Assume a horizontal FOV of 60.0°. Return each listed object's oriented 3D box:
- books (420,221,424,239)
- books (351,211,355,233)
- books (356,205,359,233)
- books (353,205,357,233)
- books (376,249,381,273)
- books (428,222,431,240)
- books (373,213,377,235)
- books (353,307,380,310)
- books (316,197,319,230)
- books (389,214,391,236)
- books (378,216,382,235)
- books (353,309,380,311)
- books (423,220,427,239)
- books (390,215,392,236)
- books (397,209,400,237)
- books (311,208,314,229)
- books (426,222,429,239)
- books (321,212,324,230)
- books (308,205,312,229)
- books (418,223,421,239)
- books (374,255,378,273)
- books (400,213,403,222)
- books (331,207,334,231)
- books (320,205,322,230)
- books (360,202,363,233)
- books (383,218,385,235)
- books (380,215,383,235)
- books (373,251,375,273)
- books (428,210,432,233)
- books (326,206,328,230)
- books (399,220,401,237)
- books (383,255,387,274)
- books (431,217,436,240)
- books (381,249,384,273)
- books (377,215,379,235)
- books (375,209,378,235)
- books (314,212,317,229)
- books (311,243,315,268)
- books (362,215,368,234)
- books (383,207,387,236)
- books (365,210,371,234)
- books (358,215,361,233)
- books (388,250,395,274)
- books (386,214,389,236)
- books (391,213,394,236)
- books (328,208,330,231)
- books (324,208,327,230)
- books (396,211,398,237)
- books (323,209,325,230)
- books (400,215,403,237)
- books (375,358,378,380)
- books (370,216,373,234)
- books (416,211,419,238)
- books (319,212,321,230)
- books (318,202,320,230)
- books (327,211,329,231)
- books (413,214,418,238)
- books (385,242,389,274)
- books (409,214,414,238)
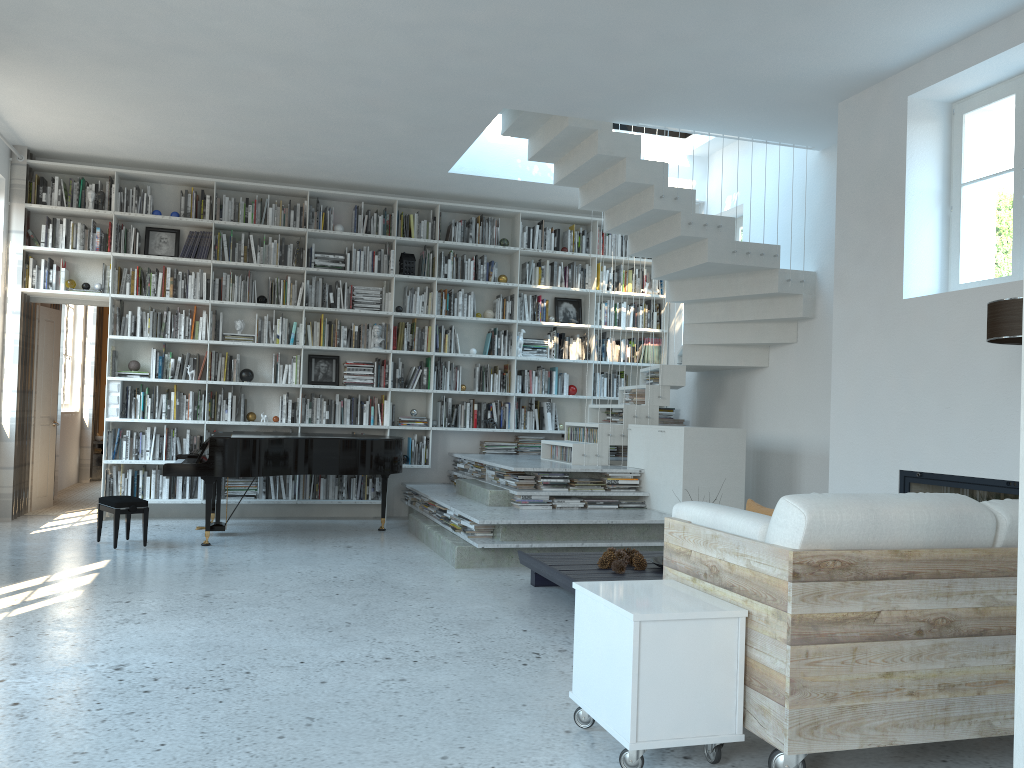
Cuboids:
[{"bbox_3d":[-0.913,-1.513,8.863,0.024,0.201,0.180,2,-2,-17],"label":"books"},{"bbox_3d":[-1.559,-1.562,8.690,0.012,0.245,0.151,2,-1,-17],"label":"books"},{"bbox_3d":[-1.521,-1.586,8.691,0.011,0.296,0.157,2,-1,-17],"label":"books"},{"bbox_3d":[-1.541,-1.586,8.677,0.014,0.292,0.176,2,-1,-17],"label":"books"},{"bbox_3d":[-1.319,-1.187,8.736,0.032,0.248,0.173,2,-2,-17],"label":"books"},{"bbox_3d":[-0.840,-1.506,8.894,0.022,0.194,0.182,2,-2,-17],"label":"books"},{"bbox_3d":[-1.361,-1.550,8.737,0.023,0.236,0.154,2,-1,-17],"label":"books"},{"bbox_3d":[-1.435,-0.731,8.711,0.254,0.012,0.161,2,-2,-14],"label":"books"},{"bbox_3d":[-1.888,-1.624,8.592,0.014,0.341,0.145,2,-1,-17],"label":"books"},{"bbox_3d":[-1.226,-1.547,8.790,0.014,0.244,0.145,2,-1,-17],"label":"books"},{"bbox_3d":[-1.312,-1.531,8.729,0.023,0.202,0.193,2,-2,-17],"label":"books"},{"bbox_3d":[-1.435,-0.719,8.709,0.254,0.012,0.161,3,-2,-21],"label":"books"},{"bbox_3d":[-0.885,-1.518,8.867,0.031,0.213,0.169,2,-2,-17],"label":"books"},{"bbox_3d":[-1.210,-1.544,8.786,0.014,0.238,0.153,2,-1,-17],"label":"books"},{"bbox_3d":[-1.135,-1.571,8.804,0.007,0.298,0.181,2,-1,-17],"label":"books"},{"bbox_3d":[-1.933,-1.570,8.577,0.023,0.228,0.157,2,-1,-17],"label":"books"},{"bbox_3d":[-0.865,-1.511,8.894,0.025,0.203,0.162,2,-2,-17],"label":"books"},{"bbox_3d":[-1.840,-1.550,8.597,0.023,0.195,0.172,2,-2,-17],"label":"books"},{"bbox_3d":[-1.950,-1.584,8.552,0.026,0.253,0.185,2,-2,-17],"label":"books"},{"bbox_3d":[-0.936,-1.503,8.855,0.022,0.180,0.173,2,-2,-17],"label":"books"},{"bbox_3d":[-1.349,-1.158,8.728,0.029,0.188,0.176,2,-2,-17],"label":"books"},{"bbox_3d":[-1.106,-1.550,8.808,0.006,0.259,0.166,2,-1,-17],"label":"books"},{"bbox_3d":[-1.749,-1.576,8.621,0.011,0.256,0.143,2,-1,-17],"label":"books"},{"bbox_3d":[-1.852,-1.585,8.581,0.011,0.265,0.163,2,-1,-17],"label":"books"},{"bbox_3d":[-1.479,-1.603,8.693,0.010,0.331,0.186,2,-1,-17],"label":"books"},{"bbox_3d":[-1.280,-1.529,8.779,0.014,0.204,0.135,2,-1,-17],"label":"books"},{"bbox_3d":[-1.300,-1.545,8.779,0.026,0.233,0.137,2,-1,-17],"label":"books"},{"bbox_3d":[-1.369,-1.180,8.726,0.012,0.230,0.158,2,-1,-17],"label":"books"},{"bbox_3d":[-0.826,-1.572,8.917,0.012,0.329,0.128,2,-1,-17],"label":"books"},{"bbox_3d":[-1.803,-1.583,8.609,0.013,0.264,0.147,2,-1,-17],"label":"books"},{"bbox_3d":[-1.127,-1.517,8.812,0.015,0.192,0.160,2,-2,-17],"label":"books"},{"bbox_3d":[-1.263,-1.161,8.755,0.029,0.202,0.191,2,-2,-17],"label":"books"},{"bbox_3d":[-0.799,-1.534,8.891,0.029,0.253,0.186,2,-2,-17],"label":"books"},{"bbox_3d":[-1.294,-1.192,8.760,0.029,0.261,0.133,2,-1,-17],"label":"books"},{"bbox_3d":[-1.333,-1.539,8.741,0.012,0.217,0.179,2,-2,-17],"label":"books"},{"bbox_3d":[-1.340,-1.566,8.728,0.010,0.270,0.180,2,-1,-17],"label":"books"},{"bbox_3d":[-1.906,-1.552,8.572,0.026,0.194,0.166,2,-2,-17],"label":"books"},{"bbox_3d":[-1.924,-1.213,8.547,0.021,0.249,0.191,2,-2,-17],"label":"books"},{"bbox_3d":[-1.453,-1.541,8.706,0.050,0.211,0.173,2,-2,-17],"label":"books"},{"bbox_3d":[-1.263,-1.581,8.777,0.012,0.308,0.138,2,-1,-17],"label":"books"},{"bbox_3d":[-1.421,-1.568,8.734,0.028,0.270,0.140,2,-1,-17],"label":"books"},{"bbox_3d":[-1.506,-1.541,8.708,0.031,0.208,0.146,2,-2,-17],"label":"books"},{"bbox_3d":[-1.194,-1.178,8.718,0.037,0.237,0.272,2,-2,-17],"label":"books"},{"bbox_3d":[-1.243,-1.548,8.775,0.028,0.244,0.161,2,-1,-17],"label":"books"},{"bbox_3d":[-1.195,-1.552,8.798,0.022,0.257,0.136,2,-1,-17],"label":"books"},{"bbox_3d":[-1.778,-1.577,8.610,0.005,0.255,0.168,2,-1,-17],"label":"books"},{"bbox_3d":[-1.818,-1.575,8.612,0.014,0.248,0.139,2,-1,-17],"label":"books"},{"bbox_3d":[-1.156,-1.562,8.793,0.008,0.278,0.170,2,-1,-17],"label":"books"},{"bbox_3d":[-1.831,-1.567,8.621,0.006,0.233,0.136,2,-1,-17],"label":"books"},{"bbox_3d":[-1.109,-1.541,8.792,0.007,0.239,0.191,2,-2,-17],"label":"books"},{"bbox_3d":[-1.340,-0.109,8.754,0.011,0.299,0.130,2,-1,-17],"label":"books"},{"bbox_3d":[-1.387,-1.534,8.724,0.033,0.203,0.166,2,-2,-17],"label":"books"},{"bbox_3d":[-0.950,-1.563,8.854,0.010,0.297,0.167,2,-1,-17],"label":"books"},{"bbox_3d":[-1.871,-1.555,8.603,0.011,0.205,0.145,2,-2,-17],"label":"books"},{"bbox_3d":[-1.876,-1.602,8.589,0.010,0.296,0.153,2,-1,-17],"label":"books"},{"bbox_3d":[-1.789,-1.559,8.609,0.016,0.219,0.144,2,-1,-17],"label":"books"},{"bbox_3d":[-0.974,-1.552,8.865,0.030,0.274,0.151,2,-1,-17],"label":"books"},{"bbox_3d":[-1.244,-1.226,8.770,0.012,0.334,0.155,2,-1,-17],"label":"books"},{"bbox_3d":[-1.009,-1.544,8.833,0.054,0.254,0.191,2,-2,-17],"label":"books"}]
